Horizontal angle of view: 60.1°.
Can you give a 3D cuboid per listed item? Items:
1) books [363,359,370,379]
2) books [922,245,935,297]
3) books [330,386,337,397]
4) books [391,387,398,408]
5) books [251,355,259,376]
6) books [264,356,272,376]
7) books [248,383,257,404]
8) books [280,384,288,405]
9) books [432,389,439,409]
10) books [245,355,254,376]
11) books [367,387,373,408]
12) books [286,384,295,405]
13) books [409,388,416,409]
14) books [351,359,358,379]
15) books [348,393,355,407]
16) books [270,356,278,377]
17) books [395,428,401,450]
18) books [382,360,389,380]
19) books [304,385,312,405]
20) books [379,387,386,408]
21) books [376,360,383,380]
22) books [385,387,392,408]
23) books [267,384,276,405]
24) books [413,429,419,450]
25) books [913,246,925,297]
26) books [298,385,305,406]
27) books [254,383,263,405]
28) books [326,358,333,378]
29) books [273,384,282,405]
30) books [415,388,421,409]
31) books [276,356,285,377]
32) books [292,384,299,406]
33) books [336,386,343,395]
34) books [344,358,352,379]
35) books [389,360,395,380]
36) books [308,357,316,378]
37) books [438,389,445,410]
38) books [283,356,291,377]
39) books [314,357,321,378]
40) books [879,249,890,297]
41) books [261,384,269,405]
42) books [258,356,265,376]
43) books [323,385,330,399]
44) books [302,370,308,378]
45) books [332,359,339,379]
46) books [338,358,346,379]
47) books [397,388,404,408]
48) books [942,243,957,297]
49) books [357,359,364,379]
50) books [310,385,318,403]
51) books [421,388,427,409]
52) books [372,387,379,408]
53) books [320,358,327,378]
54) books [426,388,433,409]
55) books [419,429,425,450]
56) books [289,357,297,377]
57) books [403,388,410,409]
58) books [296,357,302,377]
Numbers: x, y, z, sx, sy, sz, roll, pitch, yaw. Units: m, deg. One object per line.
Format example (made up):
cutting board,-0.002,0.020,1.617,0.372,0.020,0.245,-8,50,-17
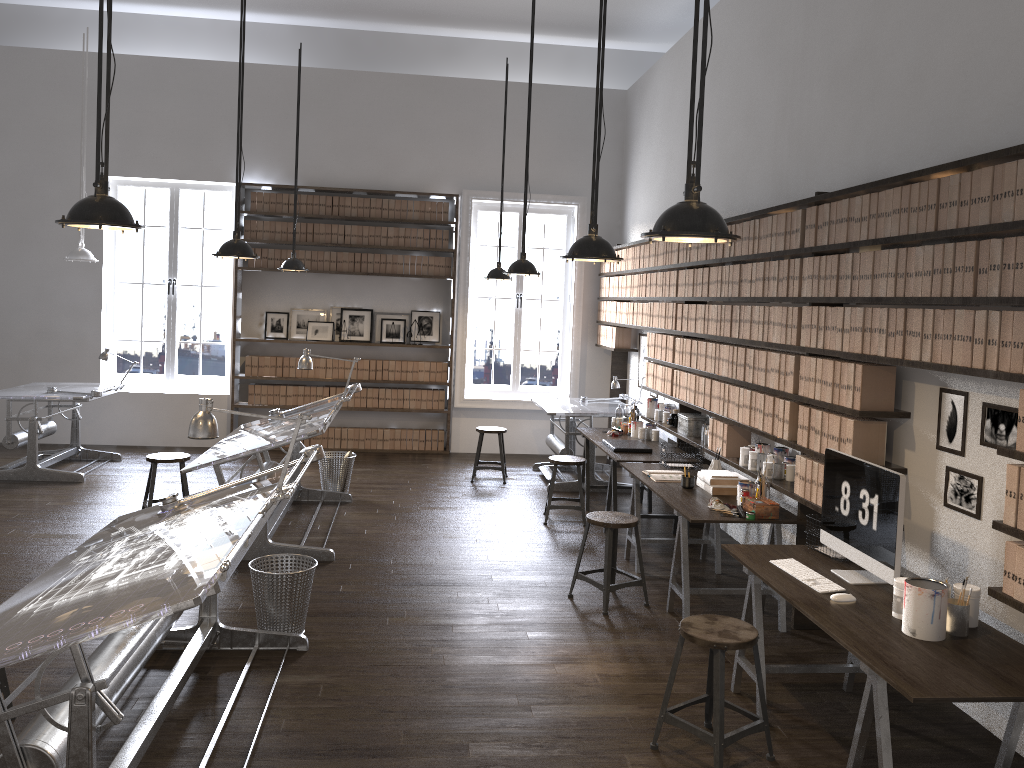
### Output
books,-1.693,-0.170,10.295,0.066,0.225,0.175,2,4,-6
books,1.840,-0.472,3.750,0.174,0.225,0.067,2,3,-7
books,-2.073,0.139,10.264,0.067,0.225,0.175,2,3,-6
books,-1.374,0.161,10.349,0.066,0.225,0.175,2,3,-7
books,-2.934,-0.208,10.150,0.066,0.225,0.175,2,4,-7
books,-2.800,-0.205,10.170,0.066,0.225,0.175,2,4,-7
books,-2.978,0.112,10.160,0.067,0.225,0.175,2,3,-6
books,-2.626,0.122,10.201,0.067,0.225,0.175,2,3,-7
books,-0.897,0.175,10.402,0.066,0.225,0.175,2,3,-7
books,-3.007,-0.211,10.145,0.066,0.225,0.175,2,3,-7
books,-1.650,0.152,10.315,0.066,0.225,0.175,2,4,-6
books,-2.555,0.124,10.211,0.066,0.225,0.175,2,4,-6
books,-1.162,0.168,10.369,0.066,0.225,0.175,2,4,-7
books,-1.827,-0.174,10.275,0.066,0.225,0.175,2,4,-6
books,-1.862,0.146,10.290,0.066,0.225,0.175,2,3,-7
books,-2.736,-0.203,10.179,0.066,0.225,0.175,2,4,-6
books,-1.337,0.643,10.368,0.067,0.225,0.175,2,3,-7
books,-1.470,-0.164,10.323,0.066,0.225,0.175,2,4,-7
books,-2.359,0.130,10.236,0.066,0.225,0.175,2,4,-6
books,-1.514,0.157,10.326,0.066,0.225,0.175,2,4,-6
books,-1.544,-0.166,10.309,0.067,0.225,0.175,2,3,-6
books,-1.443,0.159,10.337,0.066,0.225,0.175,2,3,-6
books,-2.766,0.118,10.191,0.066,0.225,0.175,2,3,-6
books,-1.129,0.649,10.393,0.066,0.225,0.175,2,3,-7
books,1.835,-0.479,3.822,0.174,0.225,0.067,2,3,-7
books,-2.425,0.129,10.223,0.067,0.225,0.175,2,3,-7
books,-2.906,0.114,10.168,0.066,0.225,0.175,2,4,-7
books,-2.108,-0.183,10.245,0.067,0.225,0.175,2,3,-6
books,-2.696,0.120,10.197,0.066,0.225,0.175,2,4,-6
books,-1.100,0.169,10.377,0.066,0.225,0.175,2,4,-7
books,-2.661,-0.200,10.182,0.067,0.225,0.175,2,3,-7
books,-2.492,0.126,10.220,0.066,0.225,0.175,2,4,-6
books,-2.000,0.141,10.277,0.066,0.225,0.175,2,4,-7
books,-1.900,-0.177,10.271,0.066,0.225,0.175,2,3,-6
books,-1.399,-0.161,10.326,0.066,0.225,0.175,2,3,-7
books,-2.309,-0.189,10.221,0.067,0.225,0.175,2,3,-6
books,-0.826,0.178,10.406,0.066,0.225,0.175,2,3,-6
books,-2.588,-0.198,10.196,0.066,0.225,0.175,2,4,-6
books,-2.243,-0.188,10.233,0.066,0.225,0.175,2,4,-7
books,1.804,-0.506,4.102,0.174,0.225,0.067,2,3,-6
books,-2.835,0.116,10.180,0.066,0.225,0.175,2,3,-7
books,-2.863,-0.206,10.158,0.067,0.225,0.175,2,3,-6
books,-2.148,0.137,10.261,0.066,0.225,0.175,2,4,-7
books,-2.376,-0.192,10.220,0.066,0.225,0.175,2,4,-7
books,-2.039,-0.181,10.257,0.066,0.225,0.175,2,4,-7
books,-1.969,-0.179,10.267,0.066,0.225,0.175,2,3,-7
books,-1.304,0.163,10.355,0.066,0.225,0.175,2,4,-7
books,1.859,-0.458,3.616,0.174,0.225,0.067,2,3,-7
books,-1.756,-0.172,10.283,0.067,0.225,0.175,2,3,-7
books,-2.289,0.132,10.244,0.066,0.225,0.175,2,3,-6
books,-1.033,0.172,10.380,0.067,0.225,0.175,2,3,-6
books,-1.586,0.155,10.317,0.067,0.225,0.175,2,3,-7
books,-2.180,-0.185,10.239,0.066,0.225,0.175,2,4,-7
books,-0.967,0.173,10.394,0.066,0.225,0.175,2,4,-7
books,-1.059,0.651,10.406,0.066,0.225,0.175,2,4,-7
books,-2.516,-0.196,10.199,0.066,0.225,0.175,2,3,-6
books,-1.234,0.165,10.359,0.067,0.225,0.175,2,3,-6
books,-2.447,-0.194,10.212,0.066,0.225,0.175,2,3,-7
